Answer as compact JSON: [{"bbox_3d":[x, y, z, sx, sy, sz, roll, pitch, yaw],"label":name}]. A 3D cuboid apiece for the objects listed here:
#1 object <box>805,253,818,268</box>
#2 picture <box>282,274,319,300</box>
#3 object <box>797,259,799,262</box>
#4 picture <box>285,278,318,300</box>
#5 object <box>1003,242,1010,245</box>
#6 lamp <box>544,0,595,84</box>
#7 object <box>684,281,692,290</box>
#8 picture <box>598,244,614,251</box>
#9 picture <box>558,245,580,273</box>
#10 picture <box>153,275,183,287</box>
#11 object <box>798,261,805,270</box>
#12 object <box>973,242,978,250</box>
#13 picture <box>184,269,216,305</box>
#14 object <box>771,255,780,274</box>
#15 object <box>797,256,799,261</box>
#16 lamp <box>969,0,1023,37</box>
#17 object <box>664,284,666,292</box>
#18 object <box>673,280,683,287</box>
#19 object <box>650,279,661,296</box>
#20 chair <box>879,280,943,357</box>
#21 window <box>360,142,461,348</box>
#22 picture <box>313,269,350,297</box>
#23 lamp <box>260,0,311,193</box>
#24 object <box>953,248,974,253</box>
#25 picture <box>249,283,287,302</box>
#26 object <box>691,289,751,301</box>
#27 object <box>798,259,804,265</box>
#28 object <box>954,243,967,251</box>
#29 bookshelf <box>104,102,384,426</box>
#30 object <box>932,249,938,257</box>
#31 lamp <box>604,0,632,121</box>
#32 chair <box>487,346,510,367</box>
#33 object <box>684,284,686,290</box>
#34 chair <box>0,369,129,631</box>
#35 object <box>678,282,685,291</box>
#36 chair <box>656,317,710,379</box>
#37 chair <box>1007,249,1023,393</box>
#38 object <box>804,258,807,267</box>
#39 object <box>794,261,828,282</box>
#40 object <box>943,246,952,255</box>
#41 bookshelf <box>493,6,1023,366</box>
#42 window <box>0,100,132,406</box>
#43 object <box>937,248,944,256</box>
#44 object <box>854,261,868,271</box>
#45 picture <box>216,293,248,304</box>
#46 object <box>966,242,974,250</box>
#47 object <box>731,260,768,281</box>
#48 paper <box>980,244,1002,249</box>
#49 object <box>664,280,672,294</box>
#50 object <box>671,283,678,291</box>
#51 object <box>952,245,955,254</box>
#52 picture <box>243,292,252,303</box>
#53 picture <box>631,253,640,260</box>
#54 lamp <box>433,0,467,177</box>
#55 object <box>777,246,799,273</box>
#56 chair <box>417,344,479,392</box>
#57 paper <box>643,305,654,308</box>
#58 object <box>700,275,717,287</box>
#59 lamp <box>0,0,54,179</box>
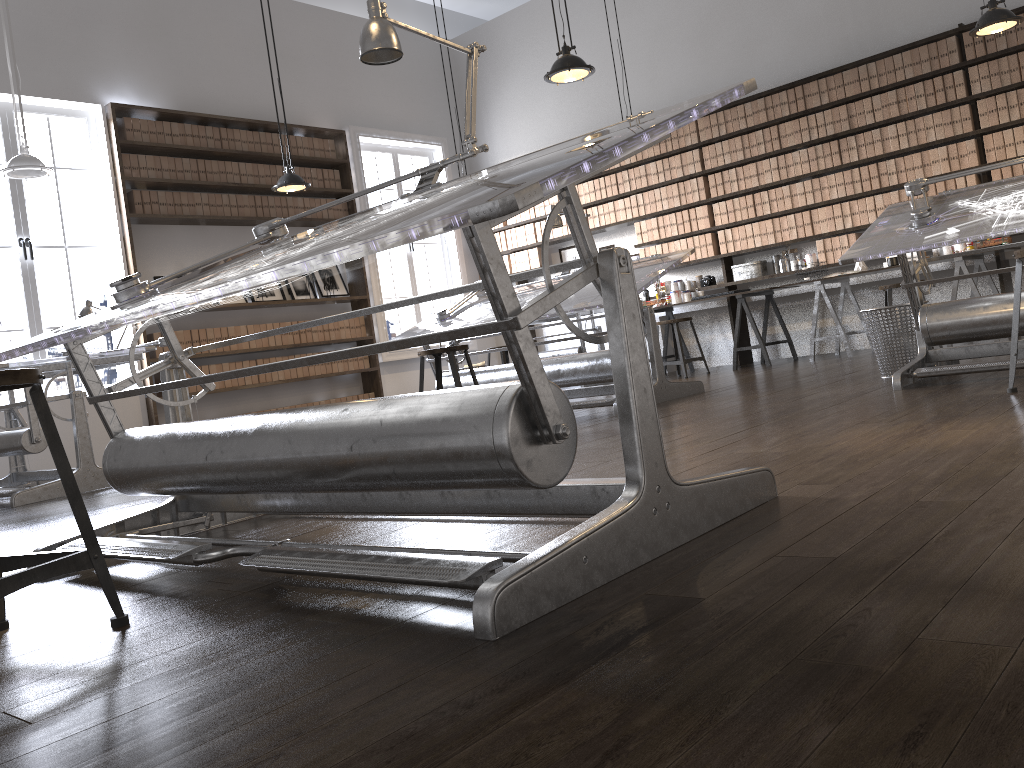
[{"bbox_3d":[2.681,-1.099,7.930,0.094,0.128,0.094,-8,0,-42],"label":"object"},{"bbox_3d":[-2.148,-0.987,8.841,0.095,0.361,0.435,-9,0,41],"label":"picture"},{"bbox_3d":[2.585,-1.085,7.967,0.035,0.103,0.004,-9,-1,37],"label":"object"},{"bbox_3d":[-2.104,-0.958,8.823,0.126,0.291,0.291,-9,0,41],"label":"picture"},{"bbox_3d":[3.683,-1.032,6.595,0.049,0.037,0.049,-8,1,45],"label":"object"},{"bbox_3d":[0.180,-2.959,5.326,0.313,2.255,0.309,-8,-1,-28],"label":"lamp"},{"bbox_3d":[1.742,-0.972,8.762,0.061,0.094,0.062,-9,0,27],"label":"object"},{"bbox_3d":[1.040,-1.347,9.557,0.200,0.285,0.022,-9,-1,40],"label":"picture"},{"bbox_3d":[0.731,-1.252,9.822,0.413,0.575,0.040,-9,-1,41],"label":"picture"},{"bbox_3d":[-3.019,-0.805,7.853,0.058,0.315,0.268,-9,-1,41],"label":"picture"},{"bbox_3d":[2.655,-1.080,8.006,0.181,0.093,0.062,-9,0,-35],"label":"object"},{"bbox_3d":[3.589,-1.049,6.848,0.060,0.089,0.060,-8,0,-44],"label":"object"},{"bbox_3d":[-2.778,-0.874,8.109,0.083,0.365,0.417,-9,0,41],"label":"picture"},{"bbox_3d":[2.473,-1.106,8.265,0.078,0.188,0.079,-9,-1,20],"label":"object"},{"bbox_3d":[2.589,-1.090,7.983,0.028,0.127,0.004,-9,-1,39],"label":"object"},{"bbox_3d":[2.914,-3.376,5.653,0.313,2.255,0.309,-8,-1,-24],"label":"lamp"},{"bbox_3d":[1.582,-0.979,9.028,0.072,0.129,0.071,-8,-1,-2],"label":"object"},{"bbox_3d":[1.680,-0.980,8.914,0.094,0.128,0.094,-8,0,-18],"label":"object"},{"bbox_3d":[1.453,-0.976,8.960,0.106,0.177,0.108,-9,-1,43],"label":"object"},{"bbox_3d":[2.897,-0.479,6.496,0.371,0.528,0.359,-9,0,15],"label":"chair"},{"bbox_3d":[-1.168,-1.528,9.890,0.152,2.312,1.249,-9,-1,41],"label":"window"},{"bbox_3d":[-1.881,-1.070,9.114,0.160,0.365,0.344,-9,0,41],"label":"picture"},{"bbox_3d":[-1.954,-2.700,7.204,0.310,2.255,0.313,-9,-1,21],"label":"lamp"},{"bbox_3d":[3.447,-1.003,6.691,0.196,0.050,0.132,-8,1,12],"label":"object"},{"bbox_3d":[-2.383,-0.958,8.496,0.148,0.392,0.375,-9,0,41],"label":"picture"},{"bbox_3d":[1.888,-0.804,7.997,0.444,0.033,0.313,-7,2,41],"label":"object"},{"bbox_3d":[2.634,-1.082,8.046,0.062,0.093,0.063,-8,0,3],"label":"object"},{"bbox_3d":[3.500,-1.063,6.890,0.104,0.142,0.104,-8,0,-41],"label":"object"},{"bbox_3d":[-2.426,-0.639,8.417,0.411,3.727,2.482,-9,-1,41],"label":"bookshelf"},{"bbox_3d":[3.414,-1.038,7.108,0.062,0.094,0.062,-8,0,-8],"label":"object"},{"bbox_3d":[0.839,-3.124,7.479,0.310,2.255,0.313,-9,-1,21],"label":"lamp"},{"bbox_3d":[-0.047,-0.104,8.526,0.359,0.528,0.370,-8,0,-40],"label":"chair"},{"bbox_3d":[1.740,-0.964,8.849,0.054,0.080,0.054,-8,0,-22],"label":"object"},{"bbox_3d":[-1.011,0.255,1.644,0.357,0.528,0.372,-9,0,20],"label":"chair"},{"bbox_3d":[1.680,-0.963,8.787,0.062,0.093,0.063,-9,0,27],"label":"object"},{"bbox_3d":[1.472,-0.309,7.842,0.359,0.528,0.370,-8,0,-40],"label":"chair"},{"bbox_3d":[2.039,-0.248,3.207,0.359,0.528,0.370,-8,0,-20],"label":"chair"},{"bbox_3d":[2.660,-1.085,7.995,0.044,0.101,0.044,-9,-1,44],"label":"object"},{"bbox_3d":[2.593,-0.962,7.651,0.203,0.161,0.285,-8,1,41],"label":"object"},{"bbox_3d":[3.429,-1.036,6.972,0.062,0.094,0.062,-8,0,1],"label":"object"},{"bbox_3d":[3.211,-1.192,7.583,9.142,3.210,0.375,-7,0,41],"label":"bookshelf"},{"bbox_3d":[-3.836,-1.032,6.976,0.152,2.500,1.488,-9,-1,41],"label":"window"},{"bbox_3d":[3.417,-1.036,7.041,0.063,0.093,0.062,-8,0,-8],"label":"object"},{"bbox_3d":[2.947,-1.034,7.502,0.101,0.209,0.101,-8,-1,-4],"label":"object"},{"bbox_3d":[-2.615,-0.829,8.169,0.144,0.229,0.301,-9,0,41],"label":"picture"},{"bbox_3d":[3.526,-1.050,6.816,0.049,0.112,0.049,-9,-1,45],"label":"object"},{"bbox_3d":[2.244,-1.063,8.352,0.316,0.152,0.193,-7,1,41],"label":"object"},{"bbox_3d":[3.559,-1.013,6.621,0.138,0.038,0.154,-10,2,-34],"label":"paper"},{"bbox_3d":[1.581,-0.977,8.948,0.070,0.130,0.070,-8,-1,-11],"label":"object"},{"bbox_3d":[1.620,-0.955,8.821,0.061,0.094,0.062,-9,0,27],"label":"object"},{"bbox_3d":[3.535,-1.065,7.002,0.094,0.128,0.094,-9,0,37],"label":"object"},{"bbox_3d":[-2.504,-0.946,8.436,0.091,0.406,0.371,-9,0,41],"label":"picture"},{"bbox_3d":[1.276,-1.273,9.359,0.250,0.183,0.023,-8,0,41],"label":"picture"},{"bbox_3d":[-0.615,-2.948,8.751,0.310,2.255,0.313,-9,-1,21],"label":"lamp"},{"bbox_3d":[2.521,-1.157,8.114,0.181,0.272,0.157,-9,0,25],"label":"object"},{"bbox_3d":[-0.374,0.045,5.320,0.357,0.528,0.372,-9,0,20],"label":"chair"},{"bbox_3d":[1.328,-0.743,8.584,0.154,0.038,0.138,-8,2,26],"label":"paper"},{"bbox_3d":[1.895,-0.998,8.610,0.170,0.109,0.091,-8,1,41],"label":"object"},{"bbox_3d":[-3.263,-2.457,5.679,0.310,2.255,0.313,-9,-1,21],"label":"lamp"}]
